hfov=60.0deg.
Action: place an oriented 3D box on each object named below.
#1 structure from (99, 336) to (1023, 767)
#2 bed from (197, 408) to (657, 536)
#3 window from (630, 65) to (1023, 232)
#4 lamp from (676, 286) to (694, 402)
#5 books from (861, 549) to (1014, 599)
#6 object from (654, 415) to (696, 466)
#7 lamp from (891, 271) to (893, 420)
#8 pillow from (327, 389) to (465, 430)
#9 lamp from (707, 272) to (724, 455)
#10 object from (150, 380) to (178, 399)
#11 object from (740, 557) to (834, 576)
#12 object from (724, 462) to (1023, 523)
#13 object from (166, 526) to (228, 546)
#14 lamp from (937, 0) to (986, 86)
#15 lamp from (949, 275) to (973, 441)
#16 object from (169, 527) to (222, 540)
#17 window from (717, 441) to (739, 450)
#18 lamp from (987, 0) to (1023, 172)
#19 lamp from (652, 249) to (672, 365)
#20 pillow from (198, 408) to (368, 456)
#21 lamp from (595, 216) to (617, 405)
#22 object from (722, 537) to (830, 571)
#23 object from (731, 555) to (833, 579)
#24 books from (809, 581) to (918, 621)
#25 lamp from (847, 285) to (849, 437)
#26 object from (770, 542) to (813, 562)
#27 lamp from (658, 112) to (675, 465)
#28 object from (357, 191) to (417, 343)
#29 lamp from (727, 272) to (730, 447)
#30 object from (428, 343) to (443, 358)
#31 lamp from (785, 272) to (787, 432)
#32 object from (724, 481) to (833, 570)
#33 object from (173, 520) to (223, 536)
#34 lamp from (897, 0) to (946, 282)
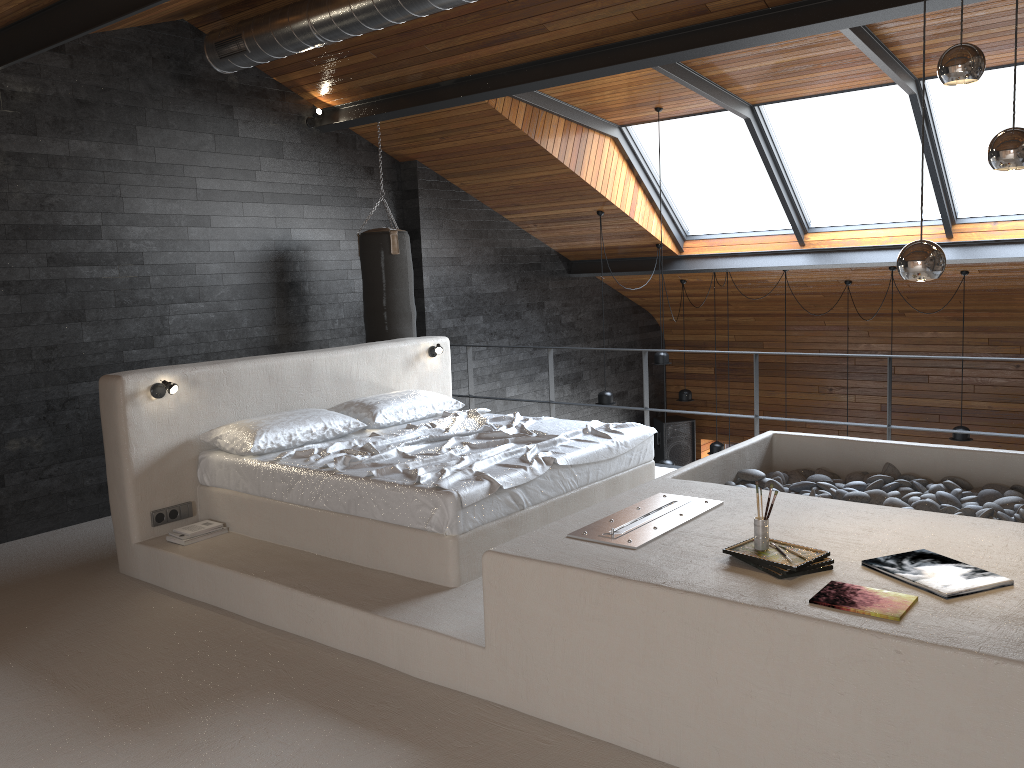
[{"bbox_3d":[0.358,0.438,4.487,4.614,1.120,2.634,3,9,38],"label":"structure"},{"bbox_3d":[-0.456,0.497,5.150,2.011,0.484,1.826,3,9,38],"label":"bed"},{"bbox_3d":[2.968,-1.962,7.674,3.819,1.031,1.213,3,9,38],"label":"window"},{"bbox_3d":[1.990,-0.489,10.244,0.210,1.369,0.210,-4,7,-14],"label":"lamp"},{"bbox_3d":[1.316,0.586,2.763,0.260,0.019,0.347,-5,8,-20],"label":"books"},{"bbox_3d":[2.082,1.601,11.753,0.639,2.298,0.686,-4,7,-13],"label":"object"},{"bbox_3d":[3.719,-0.186,8.689,0.210,1.911,0.210,-4,7,-14],"label":"lamp"},{"bbox_3d":[-0.778,0.152,5.897,0.509,0.173,0.842,3,9,38],"label":"pillow"},{"bbox_3d":[2.199,-0.247,9.573,0.210,2.035,0.210,-4,7,-14],"label":"lamp"},{"bbox_3d":[-1.880,0.030,4.806,0.156,0.106,0.087,3,9,35],"label":"object"},{"bbox_3d":[0.885,0.570,2.936,0.207,0.013,0.276,-6,8,-26],"label":"object"},{"bbox_3d":[1.762,0.595,4.107,1.842,0.246,1.436,3,9,38],"label":"object"},{"bbox_3d":[-1.712,0.818,4.830,0.176,0.028,0.269,3,9,38],"label":"object"},{"bbox_3d":[1.475,-1.597,2.891,0.146,1.204,0.146,-5,8,-20],"label":"lamp"},{"bbox_3d":[4.284,-0.244,8.430,0.210,1.565,0.210,-4,7,-14],"label":"lamp"},{"bbox_3d":[-1.722,0.799,4.831,0.159,0.015,0.231,4,10,43],"label":"object"},{"bbox_3d":[5.140,1.523,10.555,5.936,1.521,0.101,3,9,38],"label":"window"},{"bbox_3d":[1.546,-1.400,2.704,0.146,1.474,0.146,-5,8,-20],"label":"lamp"},{"bbox_3d":[1.548,-0.813,9.246,0.210,1.206,0.210,-4,7,-14],"label":"lamp"},{"bbox_3d":[-1.333,0.262,5.203,0.502,0.176,0.837,3,9,39],"label":"pillow"},{"bbox_3d":[0.895,-0.722,8.715,0.210,1.853,0.210,-4,7,-14],"label":"lamp"},{"bbox_3d":[0.873,0.558,2.934,0.207,0.013,0.276,-9,10,-40],"label":"object"},{"bbox_3d":[0.886,0.583,2.937,0.207,0.013,0.276,-5,8,-20],"label":"object"},{"bbox_3d":[1.017,0.625,2.567,0.251,0.013,0.188,3,9,39],"label":"books"},{"bbox_3d":[3.510,-0.206,9.273,0.210,2.002,0.210,-4,7,-14],"label":"lamp"},{"bbox_3d":[0.897,0.555,2.920,0.064,0.010,0.232,-4,8,-15],"label":"object"},{"bbox_3d":[1.338,-0.774,7.872,0.210,3.208,0.210,-6,8,-29],"label":"lamp"},{"bbox_3d":[-1.026,-0.793,7.380,0.442,1.602,0.445,-6,8,-24],"label":"object"},{"bbox_3d":[2.277,-0.146,9.320,0.210,2.273,0.210,-4,7,-14],"label":"lamp"},{"bbox_3d":[-0.563,-0.242,6.483,0.085,0.106,0.165,-6,8,-23],"label":"object"},{"bbox_3d":[2.862,-0.161,9.268,0.210,2.033,0.210,-4,7,-14],"label":"lamp"},{"bbox_3d":[0.869,0.449,2.920,0.245,0.234,0.301,-7,8,-31],"label":"object"},{"bbox_3d":[-1.710,0.784,4.839,0.161,0.015,0.206,3,9,38],"label":"object"},{"bbox_3d":[1.291,-1.210,2.773,0.146,1.771,0.146,-6,8,-26],"label":"lamp"}]
